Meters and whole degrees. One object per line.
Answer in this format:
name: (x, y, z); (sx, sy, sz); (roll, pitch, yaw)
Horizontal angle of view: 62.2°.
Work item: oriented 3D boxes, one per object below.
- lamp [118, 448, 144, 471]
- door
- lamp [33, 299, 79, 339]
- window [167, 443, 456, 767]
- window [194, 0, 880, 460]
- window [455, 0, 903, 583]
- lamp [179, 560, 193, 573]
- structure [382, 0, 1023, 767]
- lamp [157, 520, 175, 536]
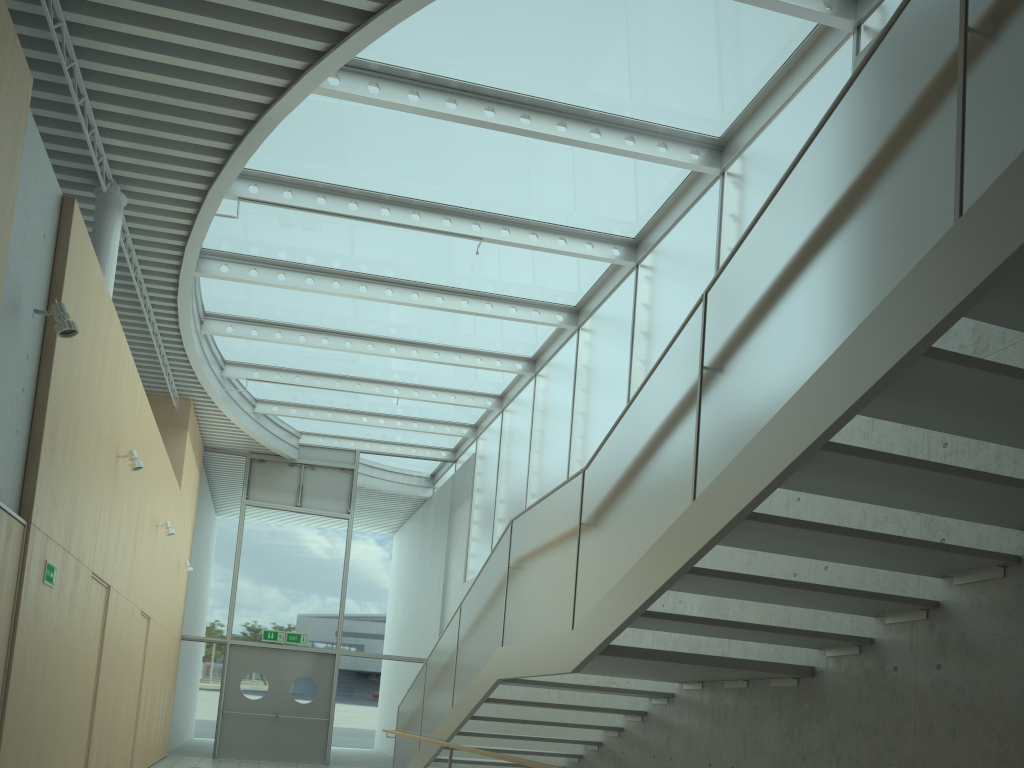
lamp: (-3.391, 0.669, 7.557); (0.239, 0.189, 0.143); (16, -16, -34)
door: (-4.334, 5.946, 15.727); (1.943, 2.033, 0.179); (9, -7, -16)
lamp: (-2.549, -0.373, 4.764); (0.239, 0.189, 0.143); (16, -16, -34)
window: (-3.628, 4.110, 16.096); (4.911, 6.065, 0.112); (8, -7, -16)
window: (-1.809, 1.928, 10.824); (4.832, 5.991, 16.621); (8, -20, -14)
window: (0.388, 0.836, 11.587); (0.030, 2.625, 16.439); (6, -21, -15)
lamp: (-5.197, 2.906, 13.549); (0.239, 0.189, 0.143); (16, -16, -34)
structure: (1.088, 1.495, 5.472); (1.903, 4.025, 13.245); (7, -20, -14)
lamp: (-4.291, 1.784, 10.542); (0.239, 0.189, 0.143); (16, -16, -34)
